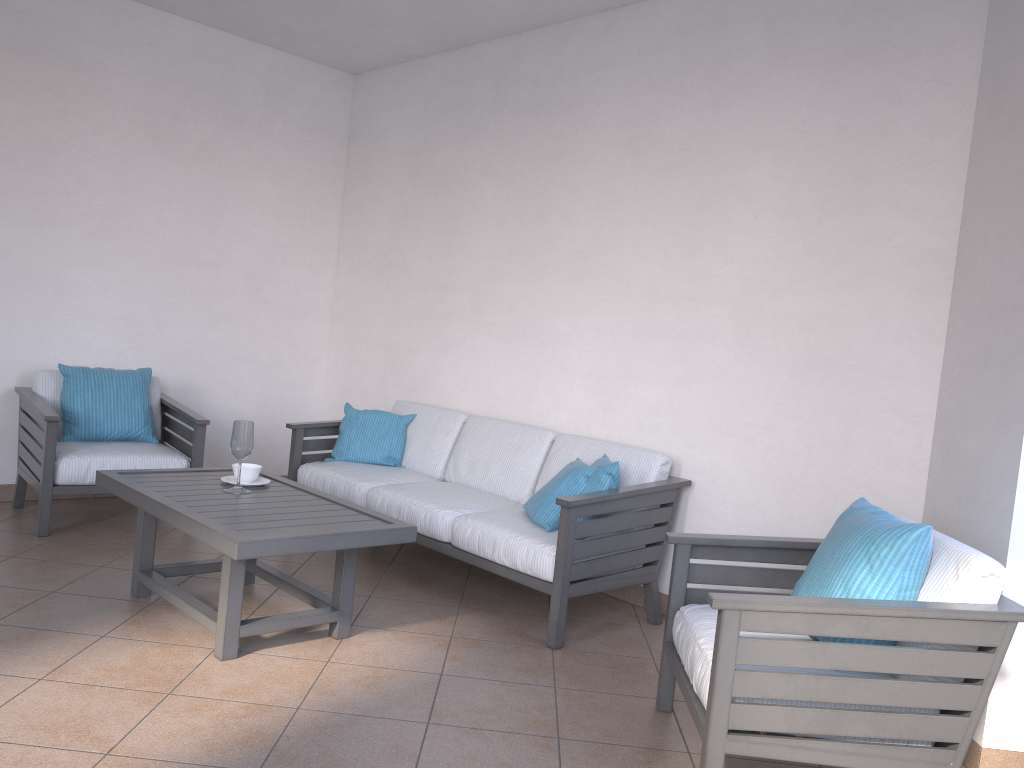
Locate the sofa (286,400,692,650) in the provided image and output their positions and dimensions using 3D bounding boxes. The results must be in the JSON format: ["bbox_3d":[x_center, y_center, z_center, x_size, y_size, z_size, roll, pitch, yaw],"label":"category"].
[{"bbox_3d":[-0.255,0.563,4.479,0.807,0.765,2.161,3,4,-44],"label":"sofa"}]

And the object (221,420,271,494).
[{"bbox_3d":[-1.122,0.282,3.683,0.203,0.284,0.337,6,3,7],"label":"object"}]

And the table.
[{"bbox_3d":[-1.059,0.675,3.477,0.710,0.473,1.260,3,4,-44],"label":"table"}]

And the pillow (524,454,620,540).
[{"bbox_3d":[0.258,0.477,3.901,0.377,0.370,0.543,6,3,-4],"label":"pillow"}]

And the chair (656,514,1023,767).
[{"bbox_3d":[0.892,0.776,2.627,0.807,0.765,0.797,6,3,1],"label":"chair"}]

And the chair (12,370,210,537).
[{"bbox_3d":[-2.192,0.342,4.806,0.797,0.765,0.807,4,4,-39],"label":"chair"}]

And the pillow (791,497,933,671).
[{"bbox_3d":[1.013,0.569,2.609,0.316,0.426,0.510,6,3,-2],"label":"pillow"}]
